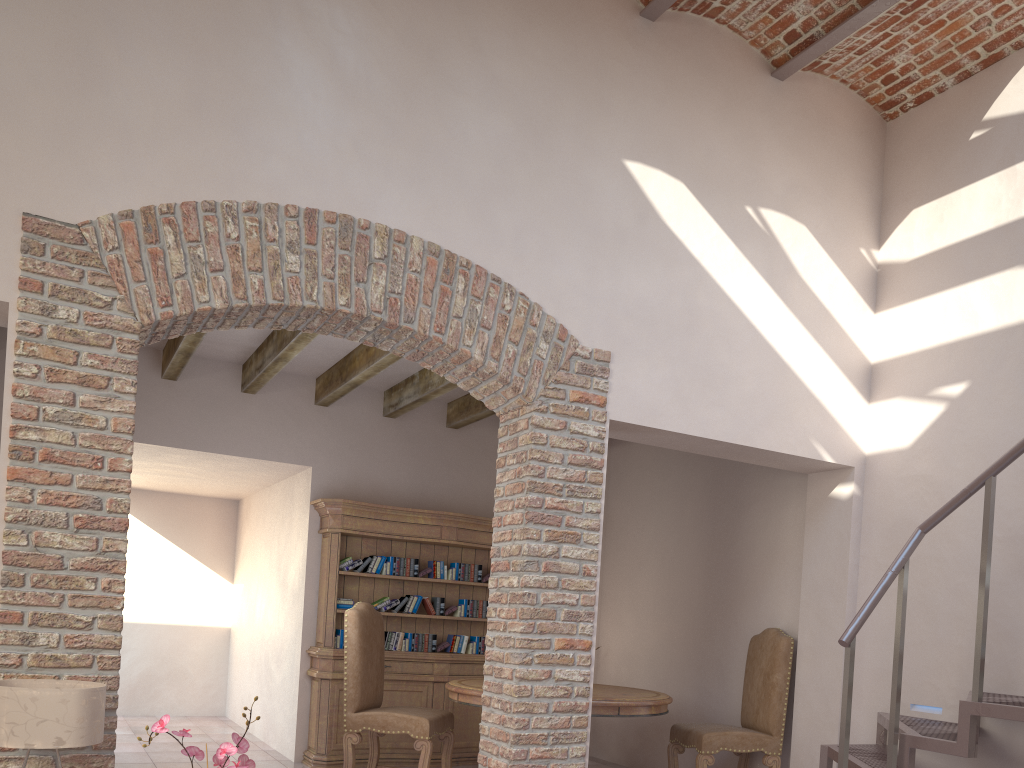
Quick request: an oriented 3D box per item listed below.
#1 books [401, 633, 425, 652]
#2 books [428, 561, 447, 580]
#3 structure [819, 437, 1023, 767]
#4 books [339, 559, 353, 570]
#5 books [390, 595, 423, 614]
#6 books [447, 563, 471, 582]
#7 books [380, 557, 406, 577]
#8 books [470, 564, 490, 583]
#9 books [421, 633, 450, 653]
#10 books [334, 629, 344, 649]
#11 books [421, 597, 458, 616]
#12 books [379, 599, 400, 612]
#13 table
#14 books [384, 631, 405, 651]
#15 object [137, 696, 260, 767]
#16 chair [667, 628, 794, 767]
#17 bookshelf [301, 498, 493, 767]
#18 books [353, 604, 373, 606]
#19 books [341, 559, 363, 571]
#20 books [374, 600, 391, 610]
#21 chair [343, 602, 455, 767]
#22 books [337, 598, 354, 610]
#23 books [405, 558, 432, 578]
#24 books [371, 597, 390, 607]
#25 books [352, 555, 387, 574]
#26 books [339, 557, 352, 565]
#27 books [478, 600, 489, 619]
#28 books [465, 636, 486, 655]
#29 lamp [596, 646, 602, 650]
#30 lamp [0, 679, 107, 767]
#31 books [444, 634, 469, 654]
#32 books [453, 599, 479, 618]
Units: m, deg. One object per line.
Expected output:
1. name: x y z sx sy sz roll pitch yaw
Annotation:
1. books: -0.789 2.024 7.108 0.186 0.141 0.135 9 -9 -29
2. books: -0.587 1.480 7.195 0.137 0.144 0.122 7 -7 -27
3. structure: -0.057 0.079 2.001 7.348 3.169 3.793 10 -11 -28
4. books: -1.279 1.363 6.819 0.142 0.098 0.123 9 -10 -27
5. books: -0.824 1.718 7.076 0.237 0.146 0.122 9 -8 -28
6. books: -0.436 1.512 7.279 0.186 0.141 0.135 9 -9 -29
7. books: -0.921 1.412 7.014 0.186 0.141 0.135 9 -9 -29
8. books: -0.256 1.549 7.375 0.230 0.144 0.122 9 -8 -28
9. books: -0.609 2.061 7.204 0.230 0.144 0.122 9 -8 -28
10. books: -1.273 1.925 6.844 0.186 0.141 0.135 9 -9 -29
11. books: -0.577 1.772 7.211 0.297 0.144 0.122 10 -8 -28
12. books: -0.951 1.712 7.008 0.145 0.102 0.123 9 -10 -27
13. table: 0.292 2.412 6.087 1.500 0.729 1.587 -6 -15 37
14. books: -0.929 1.994 7.030 0.166 0.147 0.122 8 -7 -28
15. object: -0.782 1.085 2.335 0.306 0.588 0.366 6 -4 -33
16. chair: 1.447 2.219 6.046 0.647 1.227 0.547 4 -2 -13
17. bookshelf: -0.611 2.022 7.179 2.069 1.971 0.481 8 -3 -28
18. books: -1.145 1.693 6.903 0.147 0.030 0.123 11 -16 -27
19. books: -1.214 1.374 6.854 0.145 0.102 0.123 9 -10 -27
20. books: -1.016 1.701 6.972 0.142 0.098 0.123 9 -10 -27
21. chair: -0.733 2.047 5.902 0.633 1.227 0.559 3 -2 12
22. books: -1.282 1.656 6.828 0.157 0.080 0.123 10 -12 -27
23. books: -0.741 1.450 7.111 0.230 0.144 0.122 9 -8 -28
24. books: -1.022 1.677 6.970 0.134 0.085 0.120 9 -11 -27
25. books: -1.086 1.380 6.923 0.237 0.146 0.122 9 -8 -28
26. books: -1.284 1.339 6.817 0.134 0.085 0.120 9 -11 -27
27. books: -0.190 1.851 7.422 0.230 0.144 0.122 9 -8 -28
28. books: -0.278 2.129 7.386 0.186 0.141 0.135 9 -9 -29
29. lamp: 0.569 2.661 7.701 0.337 1.114 0.237 3 0 5
30. lamp: -1.705 1.501 3.277 0.395 0.837 0.407 5 -3 -27
31. books: -0.445 2.093 7.293 0.166 0.147 0.122 8 -7 -28
32. books: -0.370 1.814 7.325 0.186 0.141 0.135 9 -9 -29
